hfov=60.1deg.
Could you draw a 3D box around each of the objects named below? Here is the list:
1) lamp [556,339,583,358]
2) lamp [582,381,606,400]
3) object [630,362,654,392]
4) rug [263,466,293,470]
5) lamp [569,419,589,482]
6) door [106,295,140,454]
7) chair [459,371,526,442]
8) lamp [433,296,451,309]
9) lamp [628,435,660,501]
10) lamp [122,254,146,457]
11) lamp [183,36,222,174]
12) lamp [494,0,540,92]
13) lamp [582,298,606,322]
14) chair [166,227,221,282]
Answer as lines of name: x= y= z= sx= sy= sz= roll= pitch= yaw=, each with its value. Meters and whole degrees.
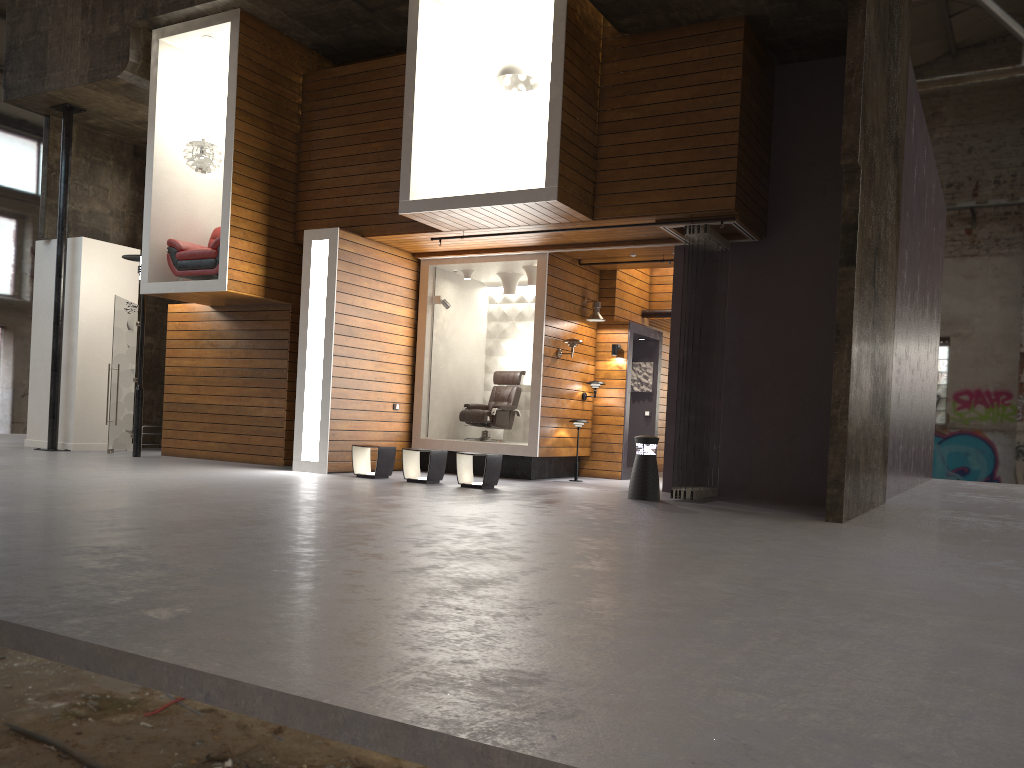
lamp: x=0.787 y=-0.484 z=11.940 sx=0.351 sy=0.271 sz=0.288 roll=2 pitch=-1 yaw=29
lamp: x=1.180 y=0.093 z=12.727 sx=0.326 sy=0.297 sz=0.288 roll=2 pitch=-1 yaw=29
object: x=2.055 y=-0.111 z=14.101 sx=0.380 sy=0.478 sz=0.048 roll=2 pitch=0 yaw=29
rug: x=-2.679 y=1.152 z=12.224 sx=0.540 sy=0.014 sz=1.580 roll=2 pitch=-3 yaw=29
lamp: x=0.894 y=0.899 z=12.109 sx=0.287 sy=0.862 sz=0.288 roll=3 pitch=0 yaw=15
door: x=-5.895 y=-0.118 z=13.467 sx=0.146 sy=2.304 sz=1.285 roll=3 pitch=0 yaw=-8
chair: x=-0.297 y=0.313 z=13.130 sx=0.754 sy=1.071 sz=0.826 roll=2 pitch=-1 yaw=44
lamp: x=-0.992 y=-1.160 z=12.587 sx=0.249 sy=0.188 sz=0.129 roll=3 pitch=-1 yaw=-2
lamp: x=1.451 y=0.905 z=9.637 sx=0.348 sy=0.696 sz=0.348 roll=3 pitch=0 yaw=35
lamp: x=-5.284 y=-0.356 z=12.621 sx=0.630 sy=2.948 sz=0.629 roll=3 pitch=0 yaw=-20
lamp: x=-4.030 y=-3.674 z=11.635 sx=0.512 sy=1.774 sz=0.487 roll=3 pitch=0 yaw=-7
lamp: x=0.083 y=-3.946 z=10.157 sx=0.529 sy=0.987 sz=0.531 roll=3 pitch=0 yaw=42
lamp: x=1.176 y=-1.065 z=12.592 sx=0.345 sy=0.331 sz=0.295 roll=2 pitch=-1 yaw=31
chair: x=-3.903 y=-1.765 z=11.949 sx=1.199 sy=0.937 sz=0.954 roll=2 pitch=-1 yaw=29
